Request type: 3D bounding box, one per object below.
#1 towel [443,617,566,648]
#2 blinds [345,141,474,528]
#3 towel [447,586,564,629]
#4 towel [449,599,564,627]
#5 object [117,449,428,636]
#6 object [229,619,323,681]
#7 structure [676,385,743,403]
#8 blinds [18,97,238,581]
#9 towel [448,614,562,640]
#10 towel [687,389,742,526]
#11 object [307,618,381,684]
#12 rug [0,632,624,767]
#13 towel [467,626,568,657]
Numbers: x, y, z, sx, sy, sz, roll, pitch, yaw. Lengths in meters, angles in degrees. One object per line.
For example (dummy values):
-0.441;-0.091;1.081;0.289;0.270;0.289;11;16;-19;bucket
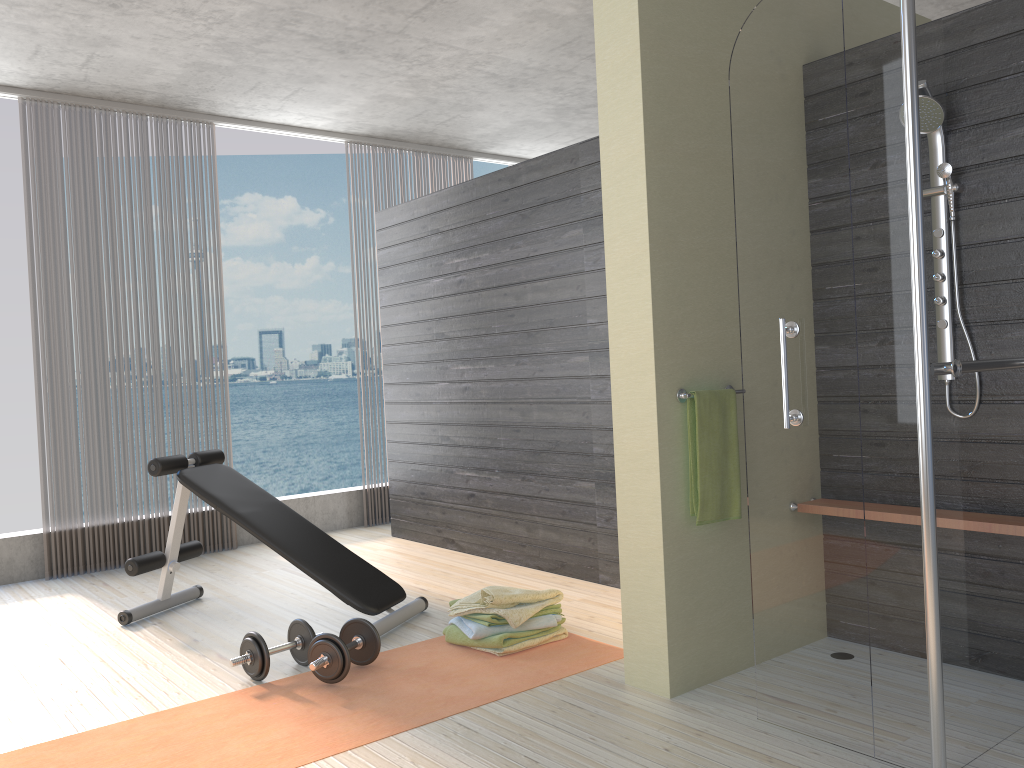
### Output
-0.031;0.963;3.497;0.380;0.081;0.367;-4;1;-40;towel
-0.679;-0.381;6.620;1.133;2.744;0.069;-3;1;-38;blinds
-0.028;0.846;3.514;0.373;0.123;0.384;-2;1;36;towel
-0.020;0.900;3.542;0.376;0.085;0.371;-3;1;-33;towel
-1.090;0.678;3.970;1.312;0.746;0.505;-2;1;21;object
-0.851;0.968;3.239;0.176;0.176;0.385;-2;1;44;object
0.656;0.032;2.910;0.298;0.046;0.052;-3;1;-38;structure
-2.277;-0.284;5.365;1.133;2.744;0.069;-3;1;-38;blinds
-0.032;0.937;3.521;0.383;0.078;0.383;-3;1;-21;towel
0.662;0.233;2.883;0.214;0.433;0.070;-4;1;-43;towel
-0.596;0.947;3.161;0.176;0.176;0.385;-2;1;24;object
-0.854;1.061;2.679;2.779;0.002;0.716;-3;1;-38;rug
-0.010;0.984;3.503;0.376;0.044;0.371;-4;1;-39;towel
